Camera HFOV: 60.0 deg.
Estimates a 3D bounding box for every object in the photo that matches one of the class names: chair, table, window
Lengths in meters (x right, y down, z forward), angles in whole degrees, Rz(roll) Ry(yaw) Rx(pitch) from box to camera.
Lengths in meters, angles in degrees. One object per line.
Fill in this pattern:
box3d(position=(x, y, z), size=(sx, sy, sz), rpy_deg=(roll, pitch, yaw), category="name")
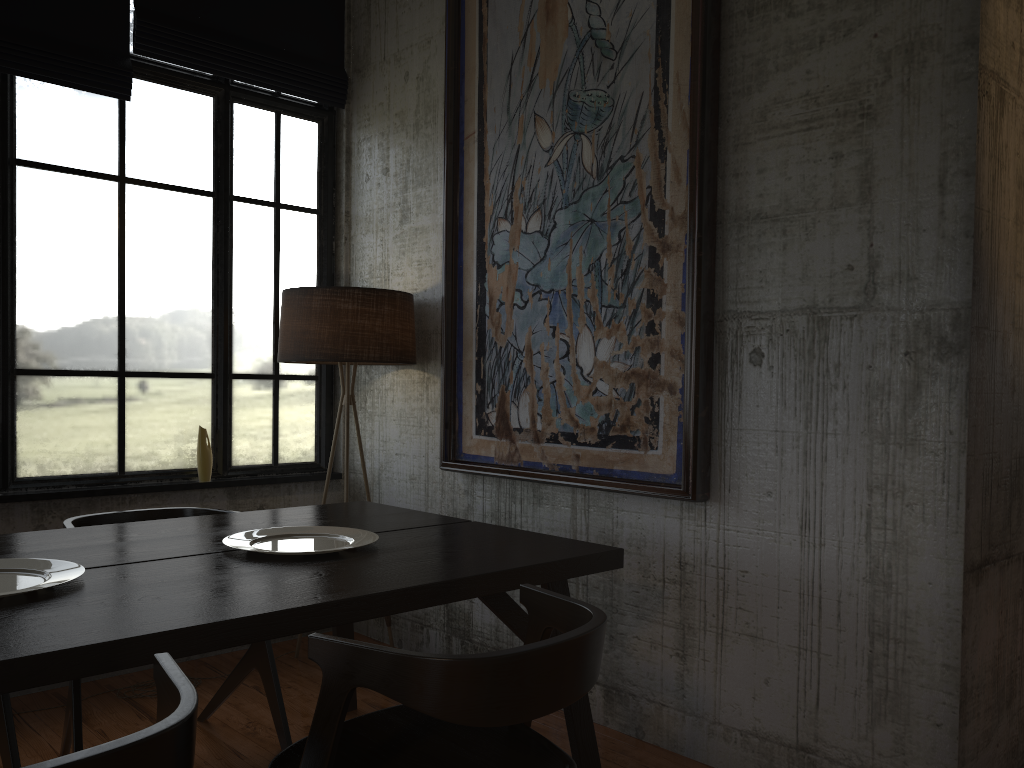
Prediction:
box3d(position=(-0.176, 1.077, 2.286), size=(0.769, 0.994, 0.878), rpy_deg=(2, 1, 43), category="chair")
box3d(position=(-1.510, 1.049, 2.434), size=(3.702, 1.007, 1.637), rpy_deg=(1, 0, -43), category="table")
box3d(position=(-2.176, 1.048, 2.969), size=(0.878, 0.994, 0.769), rpy_deg=(0, 1, -43), category="chair")
box3d(position=(-1.443, 1.060, 3.675), size=(0.878, 0.994, 0.769), rpy_deg=(0, 1, -44), category="chair")
box3d(position=(-2.491, -1.137, 4.315), size=(3.812, 3.438, 0.050), rpy_deg=(0, 2, -43), category="window")
box3d(position=(-0.973, 1.063, 1.588), size=(0.878, 0.994, 0.769), rpy_deg=(0, 1, -44), category="chair")

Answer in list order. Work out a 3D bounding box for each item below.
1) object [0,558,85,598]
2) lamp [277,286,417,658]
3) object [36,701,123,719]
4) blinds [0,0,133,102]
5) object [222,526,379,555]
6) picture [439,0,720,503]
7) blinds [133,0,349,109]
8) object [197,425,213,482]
box3d(position=(-1.445, 0.534, 2.395), size=(0.527, 0.024, 0.526), rpy_deg=(1, 0, -33), category="object")
box3d(position=(-0.913, 0.531, 4.901), size=(0.752, 2.058, 0.752), rpy_deg=(0, 2, -32), category="lamp")
box3d(position=(2.728, 1.301, 2.766), size=(20.831, 0.658, 8.764), rpy_deg=(1, 0, -43), category="object")
box3d(position=(-2.436, -2.186, 4.186), size=(1.254, 1.399, 0.052), rpy_deg=(0, 2, -43), category="blinds")
box3d(position=(-0.728, 0.547, 3.075), size=(0.527, 0.024, 0.526), rpy_deg=(1, 0, -33), category="object")
box3d(position=(0.234, -1.082, 4.160), size=(0.142, 3.123, 1.654), rpy_deg=(-1, 2, -44), category="picture")
box3d(position=(-1.497, -2.298, 5.072), size=(1.296, 1.143, 0.052), rpy_deg=(0, 2, -43), category="blinds")
box3d(position=(-1.728, 0.390, 4.982), size=(0.073, 0.319, 0.074), rpy_deg=(1, 2, 9), category="object")
